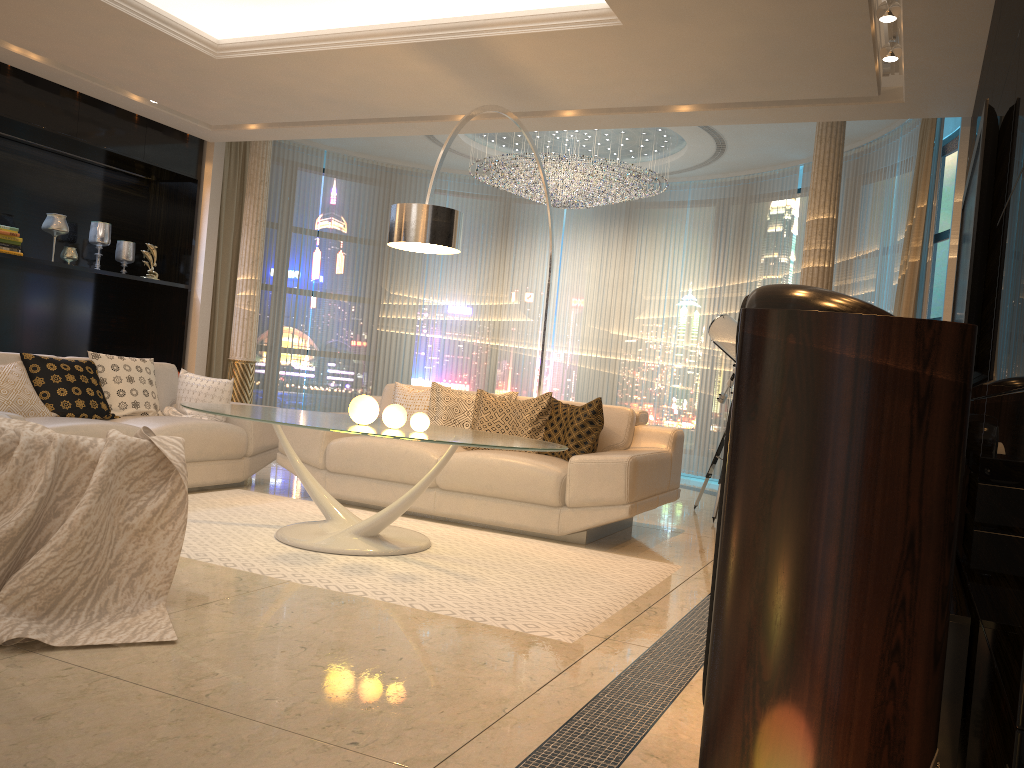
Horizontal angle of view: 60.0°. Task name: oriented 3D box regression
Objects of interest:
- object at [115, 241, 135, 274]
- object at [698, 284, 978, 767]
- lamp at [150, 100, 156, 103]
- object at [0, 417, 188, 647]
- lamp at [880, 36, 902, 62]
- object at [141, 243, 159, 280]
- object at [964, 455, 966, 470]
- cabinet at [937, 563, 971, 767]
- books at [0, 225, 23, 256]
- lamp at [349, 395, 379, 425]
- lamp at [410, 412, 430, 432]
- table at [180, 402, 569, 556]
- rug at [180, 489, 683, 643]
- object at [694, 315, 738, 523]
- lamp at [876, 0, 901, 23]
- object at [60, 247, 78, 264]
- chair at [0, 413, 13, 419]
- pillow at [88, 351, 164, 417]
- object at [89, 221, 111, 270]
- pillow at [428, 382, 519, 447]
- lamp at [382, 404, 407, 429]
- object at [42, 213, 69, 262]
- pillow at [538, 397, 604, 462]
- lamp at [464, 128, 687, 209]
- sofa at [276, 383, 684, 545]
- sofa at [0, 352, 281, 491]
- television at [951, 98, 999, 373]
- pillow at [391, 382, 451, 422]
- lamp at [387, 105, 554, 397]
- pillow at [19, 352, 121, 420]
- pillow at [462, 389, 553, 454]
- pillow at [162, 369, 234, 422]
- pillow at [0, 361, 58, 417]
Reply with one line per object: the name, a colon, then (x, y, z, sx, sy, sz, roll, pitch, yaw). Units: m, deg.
object: (-3.258, -1.037, 7.461, 0.147, 0.317, 0.147, 5, 1, 26)
object: (0.668, 0.363, 1.821, 0.468, 1.127, 0.285, 5, 1, 24)
lamp: (-2.626, -2.140, 6.543, 0.107, 0.127, 0.107, 5, 1, 6)
object: (-1.648, 0.407, 3.015, 0.972, 0.580, 1.347, 5, 1, -28)
lamp: (1.943, -1.717, 4.540, 0.107, 0.127, 0.107, 5, 1, 6)
object: (-3.017, -1.017, 7.398, 0.116, 0.293, 0.182, 5, 1, 21)
object: (1.188, 0.224, 2.755, 0.371, 0.070, 0.441, 5, 1, 24)
cabinet: (1.381, 0.756, 3.324, 0.416, 0.444, 2.842, 5, 1, 24)
books: (-3.643, -1.016, 6.255, 0.260, 0.197, 0.296, 5, 1, 27)
lamp: (-0.706, 0.123, 4.228, 0.143, 0.143, 0.143, 5, 1, 9)
lamp: (-0.426, 0.176, 4.099, 0.090, 0.091, 0.090, 5, 1, -15)
table: (-0.762, 0.473, 4.340, 2.140, 0.565, 0.999, 5, 1, 23)
rug: (-0.770, 0.768, 4.324, 2.900, 0.020, 1.661, 5, 1, 24)
object: (1.576, 0.230, 6.303, 0.616, 1.471, 0.570, 6, 1, 31)
lamp: (1.734, -1.732, 4.077, 0.107, 0.127, 0.107, 5, 1, 6)
object: (-3.423, -0.978, 6.855, 0.119, 0.154, 0.119, 6, 1, 34)
chair: (-1.840, 0.190, 3.050, 1.027, 0.991, 0.983, 5, 1, 24)
pillow: (-2.405, 0.013, 5.608, 0.255, 0.399, 0.526, 5, 1, 24)
object: (-3.366, -1.100, 7.228, 0.156, 0.426, 0.156, 6, 1, 30)
pillow: (-0.266, 0.222, 5.718, 0.587, 0.429, 0.288, 5, 1, -1)
lamp: (-0.550, 0.152, 4.156, 0.115, 0.115, 0.115, 5, 1, -40)
object: (-3.477, -1.096, 6.740, 0.181, 0.381, 0.181, 5, 1, 19)
pillow: (0.348, 0.277, 5.331, 0.301, 0.436, 0.575, 5, 1, -35)
lamp: (0.522, -1.966, 8.173, 2.109, 0.685, 2.109, 5, 1, -21)
sofa: (-0.197, 0.435, 5.587, 2.328, 0.754, 1.145, 5, 1, 24)
sofa: (-2.507, 0.228, 5.212, 1.145, 0.754, 2.328, 5, 1, 24)
television: (1.679, -0.414, 3.258, 0.055, 0.839, 1.358, 5, 1, 24)
pillow: (-0.639, 0.188, 5.856, 0.463, 0.380, 0.222, 6, 1, 29)
lamp: (-0.161, -0.448, 5.476, 0.393, 2.519, 2.009, 5, 1, 24)
pillow: (-2.555, 0.018, 5.173, 0.323, 0.355, 0.524, 5, 1, 25)
pillow: (-0.007, 0.243, 5.520, 0.575, 0.436, 0.301, 6, 1, 30)
pillow: (-2.057, 0.071, 5.766, 0.521, 0.325, 0.281, 6, 1, 34)
pillow: (-2.738, 0.040, 4.752, 0.351, 0.329, 0.521, 5, 1, 24)
